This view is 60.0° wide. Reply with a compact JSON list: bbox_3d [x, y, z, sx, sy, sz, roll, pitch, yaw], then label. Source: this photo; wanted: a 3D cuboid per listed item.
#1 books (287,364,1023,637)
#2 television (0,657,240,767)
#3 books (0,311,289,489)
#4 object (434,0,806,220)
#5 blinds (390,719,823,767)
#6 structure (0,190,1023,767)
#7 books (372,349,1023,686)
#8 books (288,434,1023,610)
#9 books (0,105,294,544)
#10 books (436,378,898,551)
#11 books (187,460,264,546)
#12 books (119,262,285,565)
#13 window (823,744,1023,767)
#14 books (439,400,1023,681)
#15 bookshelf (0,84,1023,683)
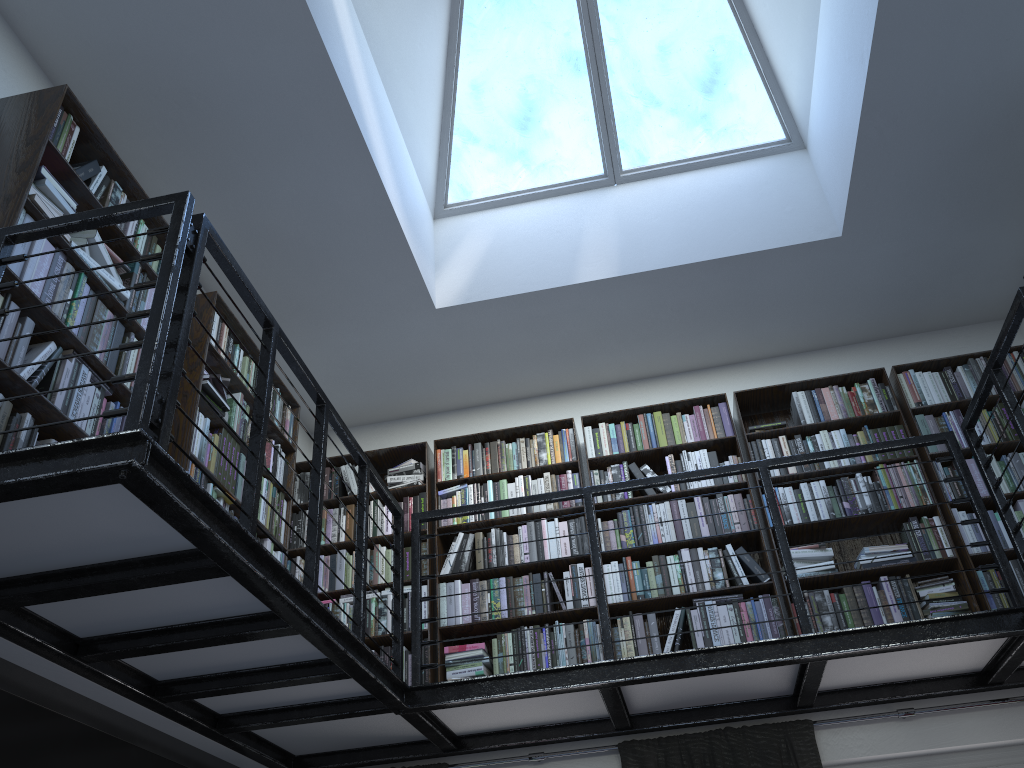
[{"bbox_3d":[0.903,0.788,4.857,4.432,1.438,0.223,-9,-36,6],"label":"books"},{"bbox_3d":[-1.568,2.010,2.382,0.116,2.473,3.292,-10,-36,7],"label":"television"},{"bbox_3d":[0.578,-0.177,3.440,4.374,1.435,2.165,-9,-36,6],"label":"books"},{"bbox_3d":[0.485,-1.743,4.987,2.220,0.645,1.164,-10,-36,7],"label":"object"},{"bbox_3d":[0.300,2.785,3.697,2.506,2.430,0.123,-10,-36,7],"label":"blinds"},{"bbox_3d":[0.621,1.059,2.127,4.485,3.417,4.532,-10,-36,7],"label":"structure"},{"bbox_3d":[0.794,0.522,4.474,4.431,1.456,1.262,-10,-36,8],"label":"books"},{"bbox_3d":[0.902,0.795,4.847,4.438,1.423,0.238,-10,-36,7],"label":"books"},{"bbox_3d":[-1.477,0.144,3.660,0.314,1.449,2.167,-10,-36,7],"label":"books"},{"bbox_3d":[0.880,0.557,5.034,2.635,0.843,0.209,-10,-36,6],"label":"books"},{"bbox_3d":[0.697,0.113,3.866,4.380,1.431,1.149,-10,-36,6],"label":"books"},{"bbox_3d":[0.634,0.098,3.603,4.332,1.161,1.569,-9,-36,6],"label":"books"},{"bbox_3d":[2.085,2.440,3.786,1.166,1.635,0.130,-10,-36,6],"label":"window"},{"bbox_3d":[1.281,0.857,4.735,3.389,1.143,0.236,-9,-36,6],"label":"books"},{"bbox_3d":[0.654,0.103,3.724,4.472,1.647,3.033,-10,-36,7],"label":"bookshelf"}]
